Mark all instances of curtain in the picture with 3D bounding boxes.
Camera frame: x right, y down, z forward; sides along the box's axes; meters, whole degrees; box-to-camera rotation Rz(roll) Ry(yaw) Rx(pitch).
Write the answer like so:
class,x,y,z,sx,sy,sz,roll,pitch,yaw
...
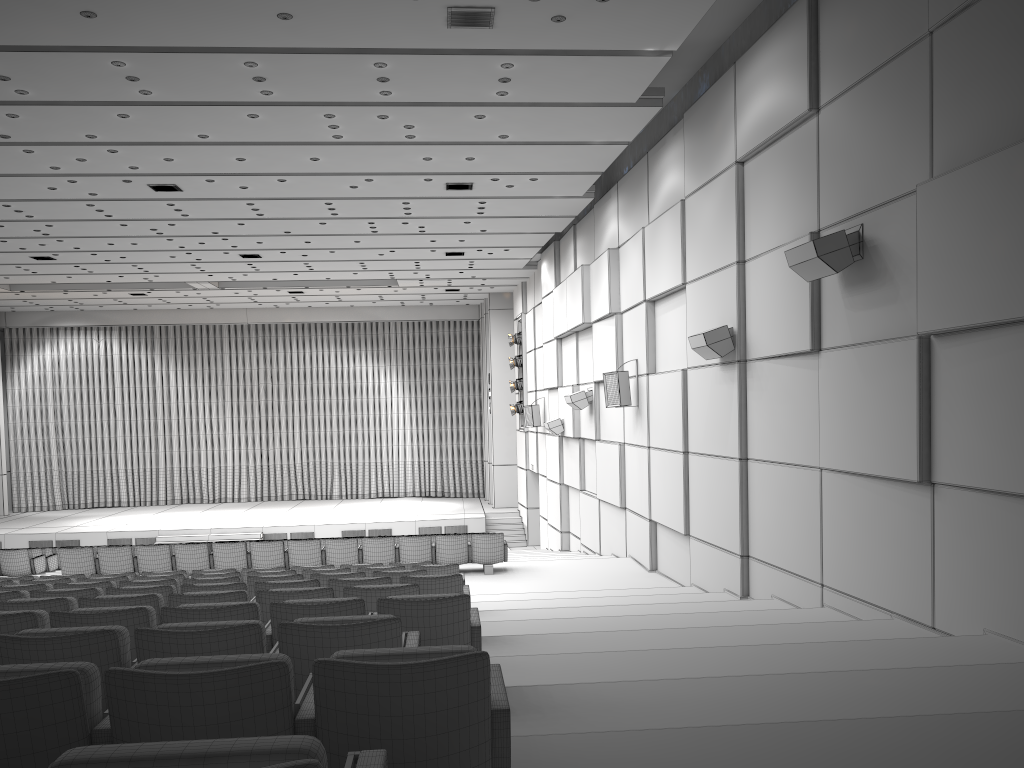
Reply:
class,x,y,z,sx,sy,sz,roll,pitch,yaw
curtain,-8.739,0.867,30.548,16.128,6.534,1.426,-1,2,-4

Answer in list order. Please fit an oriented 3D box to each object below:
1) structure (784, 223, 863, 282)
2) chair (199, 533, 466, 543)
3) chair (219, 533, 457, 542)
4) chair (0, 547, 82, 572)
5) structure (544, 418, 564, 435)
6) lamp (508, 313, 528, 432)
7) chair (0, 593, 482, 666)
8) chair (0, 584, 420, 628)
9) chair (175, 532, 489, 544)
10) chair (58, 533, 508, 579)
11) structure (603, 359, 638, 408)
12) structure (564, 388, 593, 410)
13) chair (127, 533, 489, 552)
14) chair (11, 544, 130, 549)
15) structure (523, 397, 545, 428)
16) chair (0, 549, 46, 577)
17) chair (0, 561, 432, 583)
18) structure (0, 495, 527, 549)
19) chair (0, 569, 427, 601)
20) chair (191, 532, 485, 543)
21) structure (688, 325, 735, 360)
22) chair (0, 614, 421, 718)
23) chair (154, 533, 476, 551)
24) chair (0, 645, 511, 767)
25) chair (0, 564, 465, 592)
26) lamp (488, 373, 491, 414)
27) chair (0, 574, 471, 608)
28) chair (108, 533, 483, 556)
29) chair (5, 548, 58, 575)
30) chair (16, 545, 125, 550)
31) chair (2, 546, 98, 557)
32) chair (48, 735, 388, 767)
class,x,y,z,sx,sy,sz,roll,pitch,yaw
structure,2.661,-1.113,7.543,0.470,0.418,0.519,-1,0,-8
chair,-3.748,3.565,18.934,6.049,0.623,0.611,-1,0,-4
chair,-3.874,3.932,21.147,6.049,0.623,0.611,-1,0,-4
chair,-11.636,3.555,17.232,6.599,0.623,0.611,-1,0,-4
structure,0.965,0.902,19.324,0.470,0.418,0.519,-1,0,-7
lamp,0.282,-0.304,25.203,0.755,3.347,1.020,-2,2,-9
chair,-7.026,1.570,4.371,13.748,0.623,0.611,-1,0,-4
chair,-7.133,1.755,5.471,13.198,0.623,0.611,-1,0,-4
chair,-3.686,3.381,17.830,6.599,0.623,0.611,-1,0,-4
chair,-3.365,2.645,13.421,6.600,0.623,0.611,-1,0,-4
structure,1.696,-0.006,13.722,0.409,0.746,0.410,0,2,43
structure,1.275,0.285,16.790,0.470,0.418,0.519,-1,0,-9
chair,-3.526,3.013,15.625,6.599,0.623,0.611,-1,0,-4
chair,-11.824,4.106,20.549,6.049,0.623,0.611,-1,0,-4
structure,0.568,0.711,22.055,0.409,0.746,0.410,0,2,43
chair,-11.476,3.187,15.028,6.599,0.623,0.611,-1,0,-4
chair,-7.453,2.491,9.881,13.198,0.623,0.611,-1,0,-4
structure,-8.366,4.460,27.577,17.817,0.847,8.310,-1,-2,-4
chair,-7.293,2.123,7.676,13.198,0.623,0.611,-1,0,-4
chair,-3.846,3.749,20.035,6.599,0.623,0.611,-1,0,-4
structure,2.314,-0.495,10.069,0.470,0.418,0.519,-1,0,-7
chair,-6.973,1.387,3.267,13.198,0.623,0.611,-1,0,-4
chair,-3.588,3.197,16.729,6.049,0.623,0.611,-1,0,-4
chair,-6.866,1.202,2.166,13.748,0.623,0.611,-1,0,-4
chair,-7.346,2.306,8.780,13.748,0.623,0.611,-1,0,-4
lamp,-0.540,0.310,27.727,0.436,1.481,0.384,-2,2,-8
chair,-7.186,1.938,6.576,13.748,0.623,0.611,-1,0,-4
chair,-3.428,2.829,14.524,6.049,0.623,0.611,-1,0,-4
chair,-11.539,3.370,16.131,6.049,0.623,0.611,-1,0,-4
chair,-11.796,3.923,19.437,6.599,0.623,0.611,-1,0,-4
chair,-11.699,3.738,18.336,6.049,0.623,0.611,-1,0,-4
chair,-6.813,1.019,1.062,13.198,0.623,0.611,-1,0,-4
